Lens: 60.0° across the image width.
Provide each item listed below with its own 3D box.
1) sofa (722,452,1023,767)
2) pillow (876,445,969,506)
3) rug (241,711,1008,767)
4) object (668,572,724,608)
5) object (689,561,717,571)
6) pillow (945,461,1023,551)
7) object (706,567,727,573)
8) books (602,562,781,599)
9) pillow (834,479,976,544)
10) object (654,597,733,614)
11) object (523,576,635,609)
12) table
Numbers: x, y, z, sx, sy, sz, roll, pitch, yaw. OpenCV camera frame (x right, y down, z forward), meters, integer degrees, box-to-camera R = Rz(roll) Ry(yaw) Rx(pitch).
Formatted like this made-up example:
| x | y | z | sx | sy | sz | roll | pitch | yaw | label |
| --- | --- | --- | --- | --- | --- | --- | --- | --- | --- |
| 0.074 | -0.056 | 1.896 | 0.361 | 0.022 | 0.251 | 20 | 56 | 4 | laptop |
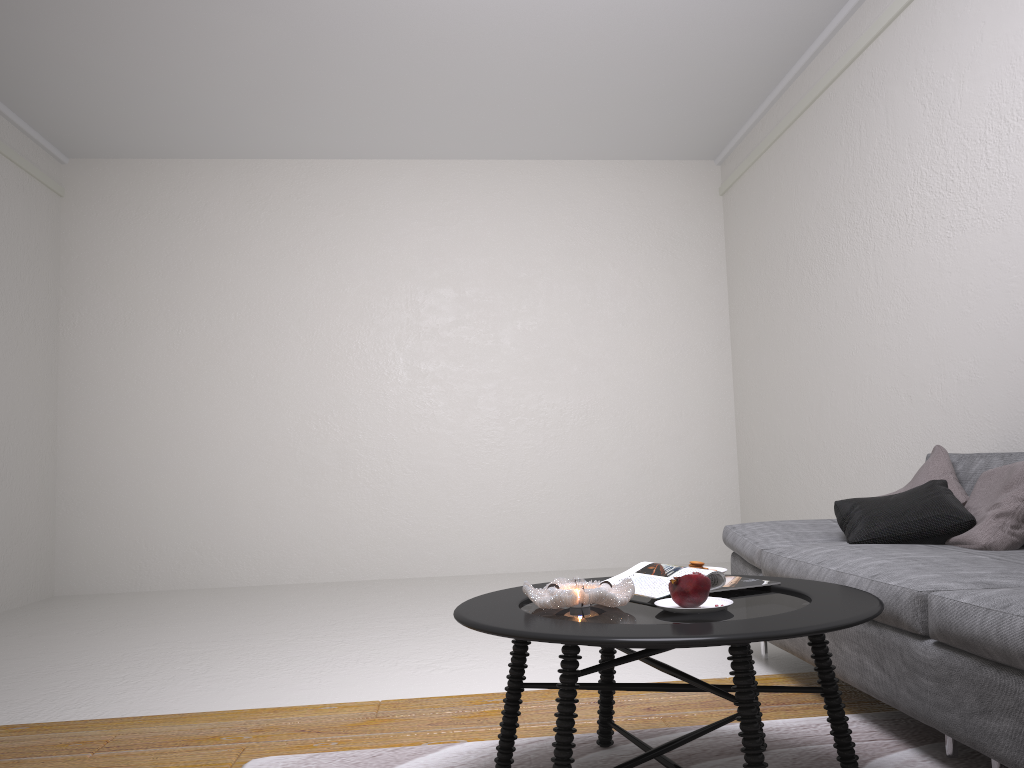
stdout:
| x | y | z | sx | sy | sz | roll | pitch | yaw | label |
| --- | --- | --- | --- | --- | --- | --- | --- | --- | --- |
| 1.504 | 0.532 | 2.163 | 1.107 | 0.772 | 3.045 | -2 | -6 | -5 | sofa |
| 1.535 | 0.458 | 3.362 | 0.349 | 0.448 | 0.483 | -4 | -6 | 16 | pillow |
| 0.402 | 0.786 | 0.649 | 1.959 | 0.008 | 3.693 | -2 | -6 | -5 | rug |
| 0.386 | 0.440 | 1.893 | 0.108 | 0.082 | 0.090 | -5 | -6 | 29 | object |
| 0.494 | 0.495 | 2.383 | 0.122 | 0.036 | 0.117 | 3 | -8 | -44 | object |
| 1.580 | 0.395 | 2.934 | 0.339 | 0.318 | 0.421 | -2 | -6 | -5 | pillow |
| 0.494 | 0.507 | 2.379 | 0.170 | 0.015 | 0.165 | 0 | -6 | -23 | object |
| 0.428 | 0.482 | 2.232 | 0.378 | 0.048 | 0.300 | 1 | -6 | -26 | books |
| 1.357 | 0.476 | 3.089 | 0.417 | 0.268 | 0.405 | -4 | -6 | 15 | pillow |
| 0.390 | 0.476 | 1.902 | 0.164 | 0.015 | 0.171 | -7 | -7 | 40 | object |
| 0.151 | 0.472 | 2.005 | 0.252 | 0.062 | 0.254 | -2 | -6 | 2 | object |
| 0.349 | 0.711 | 1.990 | 0.949 | 0.449 | 0.939 | -1 | -6 | -8 | table |
